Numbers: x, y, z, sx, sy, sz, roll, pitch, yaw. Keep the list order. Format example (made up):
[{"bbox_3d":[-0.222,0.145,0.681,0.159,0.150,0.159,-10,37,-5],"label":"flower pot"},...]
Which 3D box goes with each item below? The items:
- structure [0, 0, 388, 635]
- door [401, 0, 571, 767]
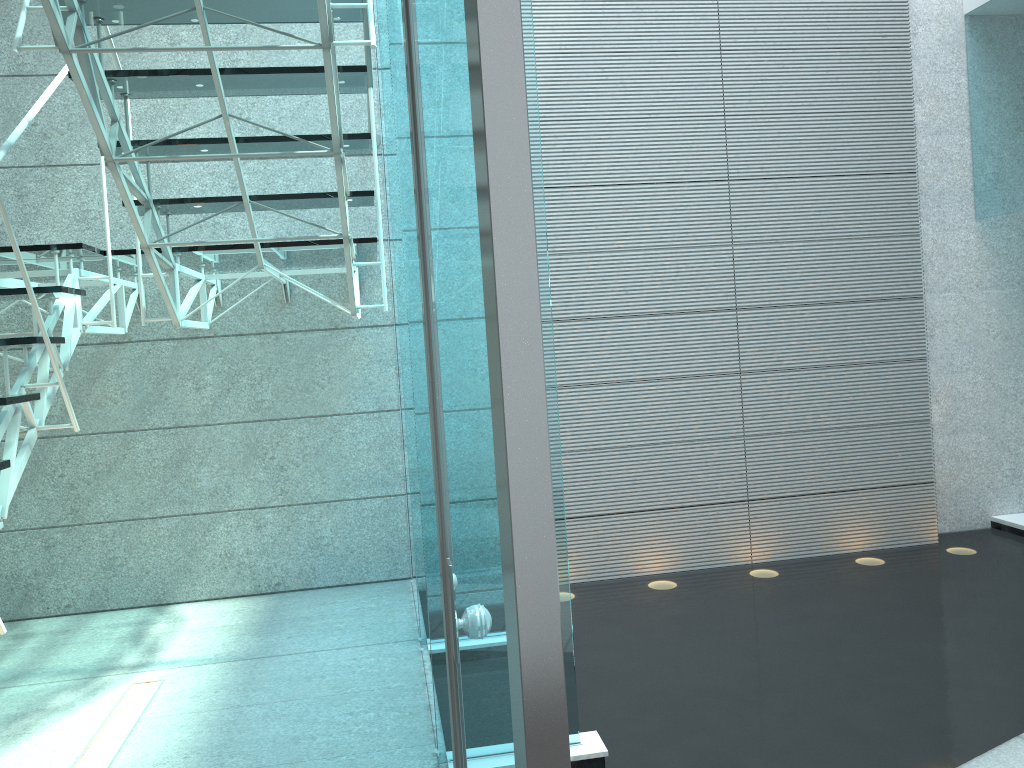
[{"bbox_3d":[-1.377,-1.921,2.413,1.911,6.003,3.297,-4,2,-9],"label":"structure"},{"bbox_3d":[-0.030,0.046,0.991,0.076,2.063,0.866,-4,1,-9],"label":"door"}]
